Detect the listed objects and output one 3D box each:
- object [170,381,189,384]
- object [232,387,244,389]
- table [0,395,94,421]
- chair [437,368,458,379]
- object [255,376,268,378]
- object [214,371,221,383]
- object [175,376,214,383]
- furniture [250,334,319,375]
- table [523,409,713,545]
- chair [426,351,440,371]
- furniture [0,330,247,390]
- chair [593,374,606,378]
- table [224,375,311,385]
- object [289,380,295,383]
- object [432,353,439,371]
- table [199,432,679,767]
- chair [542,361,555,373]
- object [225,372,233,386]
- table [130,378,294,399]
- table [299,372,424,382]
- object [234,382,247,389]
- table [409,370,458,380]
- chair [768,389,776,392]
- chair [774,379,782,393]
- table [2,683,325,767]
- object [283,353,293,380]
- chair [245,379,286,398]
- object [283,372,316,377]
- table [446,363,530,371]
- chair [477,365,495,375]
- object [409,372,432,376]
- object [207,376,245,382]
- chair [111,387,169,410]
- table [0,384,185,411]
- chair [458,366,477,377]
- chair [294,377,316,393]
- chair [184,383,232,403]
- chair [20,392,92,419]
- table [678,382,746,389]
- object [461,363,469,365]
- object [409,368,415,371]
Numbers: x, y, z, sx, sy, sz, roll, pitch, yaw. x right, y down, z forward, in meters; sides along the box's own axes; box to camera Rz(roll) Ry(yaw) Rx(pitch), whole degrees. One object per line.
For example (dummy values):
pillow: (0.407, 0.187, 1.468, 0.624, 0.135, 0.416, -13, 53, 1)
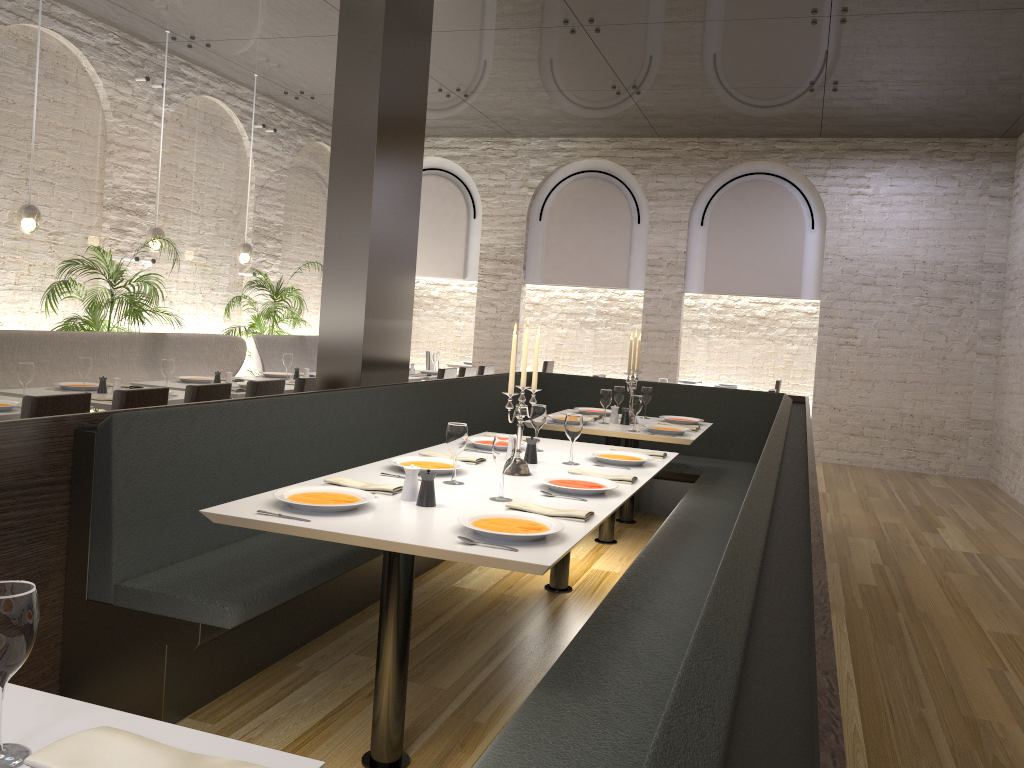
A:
object: (-2.531, -0.013, 6.758, 0.185, 0.010, 0.017, 5, 3, 18)
object: (-2.023, 0.031, 6.590, 0.181, 0.015, 0.038, 5, 4, 20)
table: (-2.968, 0.486, 4.641, 0.937, 0.759, 1.011, 5, 3, 18)
chair: (-0.893, 0.271, 8.891, 0.566, 0.905, 0.412, 5, 2, 18)
object: (-2.182, -0.060, 7.821, 0.185, 0.010, 0.017, 5, 3, 18)
object: (-2.256, -0.046, 6.790, 0.059, 0.109, 0.059, 4, 2, 10)
object: (-2.469, -0.031, 6.931, 0.321, 0.036, 0.322, 4, 4, -4)
furniture: (-2.028, 0.029, 9.866, 0.708, 1.096, 2.586, 5, 4, 18)
table: (0.748, 0.645, 6.136, 1.101, 0.759, 1.189, 5, 3, 18)
chair: (-0.976, -0.013, 12.998, 0.566, 0.905, 0.412, 5, 2, 18)
furniture: (-3.178, 0.185, 6.373, 0.709, 1.096, 4.478, 5, 4, 18)
chair: (1.135, 0.374, 9.471, 0.566, 0.905, 0.412, 5, 2, 18)
table: (-1.890, 0.339, 7.920, 0.937, 0.759, 1.011, 5, 3, 18)
object: (-1.725, -0.009, 7.483, 0.273, 0.033, 0.143, 5, 4, 18)
object: (-0.888, -0.242, 10.221, 0.086, 0.230, 0.087, 2, 2, -42)
table: (-0.051, 0.753, 3.708, 1.101, 0.759, 2.540, 5, 4, 18)
chair: (0.267, 0.102, 12.589, 0.566, 0.905, 0.412, 5, 2, 18)
object: (-2.176, -0.041, 6.811, 0.059, 0.109, 0.059, 4, 2, 10)
table: (-2.239, 0.387, 6.857, 0.937, 0.759, 1.011, 5, 3, 18)
table: (-1.545, 0.293, 8.968, 0.937, 0.759, 1.011, 5, 3, 18)
object: (-1.961, 0.016, 6.762, 0.321, 0.036, 0.322, 4, 4, -4)
table: (-1.189, 0.244, 10.051, 0.937, 0.759, 1.011, 5, 3, 18)
chair: (2.378, 0.488, 9.062, 0.566, 0.905, 0.412, 5, 2, 18)
chair: (3.218, 0.374, 11.619, 0.566, 0.905, 0.412, 5, 2, 18)
table: (-1.202, 0.909, 0.207, 1.101, 0.759, 2.540, 5, 4, 18)
object: (-1.966, -0.151, 7.756, 0.086, 0.230, 0.087, 2, 2, -42)
chair: (-1.869, 0.403, 5.922, 0.566, 0.905, 0.412, 5, 2, 18)
object: (-1.997, -0.084, 8.313, 0.273, 0.033, 0.143, 5, 4, 18)
table: (-0.356, 0.117, 12.799, 0.937, 0.759, 1.011, 5, 3, 18)
chair: (-0.537, 0.223, 9.972, 0.566, 0.905, 0.412, 5, 2, 18)
object: (-1.025, -0.104, 9.614, 0.273, 0.033, 0.143, 5, 4, 18)
object: (-2.346, -0.037, 7.250, 0.273, 0.033, 0.143, 5, 4, 18)
chair: (-2.230, 0.452, 4.825, 0.566, 0.905, 0.412, 5, 2, 18)
table: (-2.605, 0.437, 5.745, 0.937, 0.759, 1.011, 5, 3, 18)
chair: (-0.718, 0.247, 9.424, 0.566, 0.905, 0.412, 5, 2, 18)
chair: (-1.691, 0.379, 6.463, 0.566, 0.905, 0.412, 5, 2, 18)
chair: (-2.054, 0.429, 5.360, 0.566, 0.905, 0.412, 5, 2, 18)
chair: (-2.405, 0.476, 4.292, 0.566, 0.905, 0.412, 5, 2, 18)
table: (2.583, 0.388, 11.834, 0.937, 0.759, 1.011, 5, 3, 18)
object: (-0.648, -0.283, 12.700, 0.185, 0.010, 0.017, 5, 3, 18)
object: (-1.296, -0.179, 10.444, 0.273, 0.033, 0.143, 5, 4, 18)
